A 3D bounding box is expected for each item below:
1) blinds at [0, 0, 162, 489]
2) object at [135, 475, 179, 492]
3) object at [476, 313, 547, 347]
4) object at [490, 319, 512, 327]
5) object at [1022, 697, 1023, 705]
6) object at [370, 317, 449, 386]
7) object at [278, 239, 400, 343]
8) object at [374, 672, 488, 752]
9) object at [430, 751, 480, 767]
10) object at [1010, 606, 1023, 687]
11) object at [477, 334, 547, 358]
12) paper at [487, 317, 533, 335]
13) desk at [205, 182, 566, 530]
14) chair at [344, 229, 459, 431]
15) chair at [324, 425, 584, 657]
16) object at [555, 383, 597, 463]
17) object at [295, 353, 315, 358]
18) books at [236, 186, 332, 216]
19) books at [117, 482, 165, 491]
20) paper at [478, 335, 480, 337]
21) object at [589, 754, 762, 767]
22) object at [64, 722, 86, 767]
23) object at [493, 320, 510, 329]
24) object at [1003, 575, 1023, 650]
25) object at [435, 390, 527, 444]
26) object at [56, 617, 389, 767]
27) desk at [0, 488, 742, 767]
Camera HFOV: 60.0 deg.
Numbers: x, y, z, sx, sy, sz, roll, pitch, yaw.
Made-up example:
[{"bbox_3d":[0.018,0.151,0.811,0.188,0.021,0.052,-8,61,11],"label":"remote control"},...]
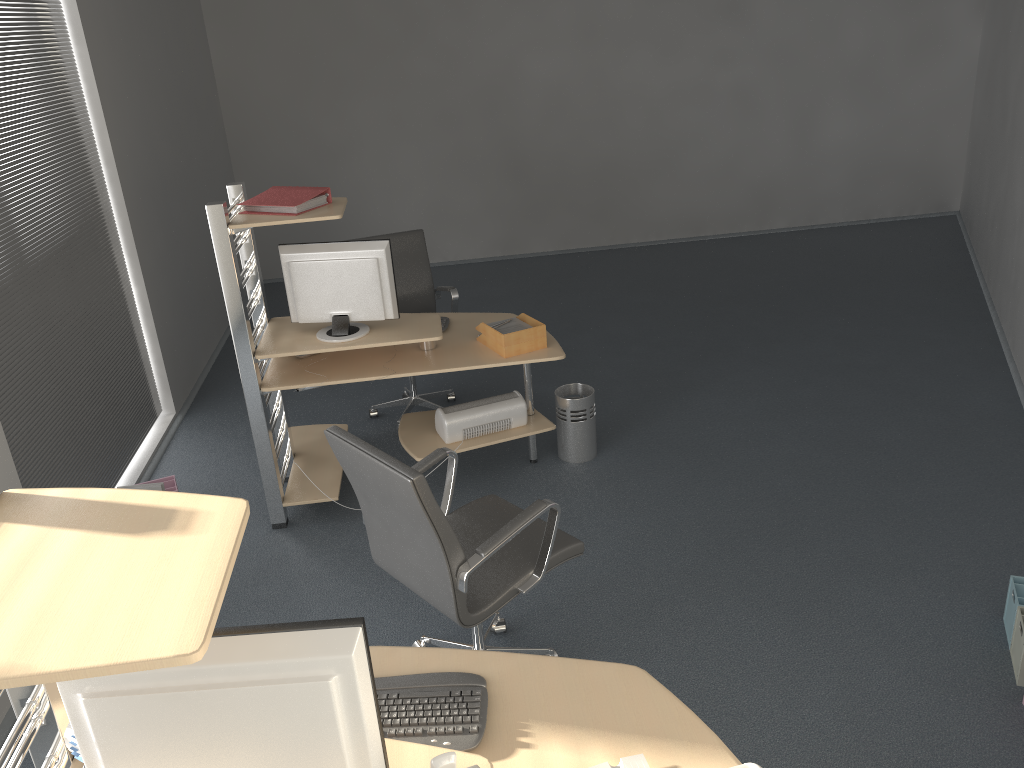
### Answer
[{"bbox_3d":[-2.168,-0.737,4.061,0.022,2.770,1.950,-6,23,-4],"label":"blinds"},{"bbox_3d":[-1.759,0.606,4.368,0.245,0.202,0.185,-14,25,-21],"label":"object"},{"bbox_3d":[-0.010,-0.273,4.250,0.225,0.060,0.309,-15,25,-23],"label":"object"},{"bbox_3d":[-0.055,-0.298,4.340,0.159,0.009,0.008,-23,29,-37],"label":"object"},{"bbox_3d":[1.790,0.996,2.790,0.245,0.202,0.185,-3,23,4],"label":"object"},{"bbox_3d":[-0.569,-0.171,4.364,0.478,0.082,0.814,-3,23,3],"label":"object"},{"bbox_3d":[-0.808,-0.427,4.040,0.516,0.418,0.245,2,24,16],"label":"object"},{"bbox_3d":[-0.299,0.890,1.810,0.478,0.082,0.814,-3,23,3],"label":"object"},{"bbox_3d":[-0.125,0.700,1.596,0.150,0.151,0.119,-12,24,-17],"label":"object"},{"bbox_3d":[1.842,0.906,2.992,0.245,0.202,0.185,4,24,20],"label":"object"},{"bbox_3d":[-0.005,-0.221,4.272,0.225,0.060,0.309,-15,25,-23],"label":"object"},{"bbox_3d":[-0.009,-0.258,4.258,0.210,0.010,0.297,-15,25,-23],"label":"paper"},{"bbox_3d":[-0.535,-0.277,4.452,1.469,1.566,0.967,-6,23,-4],"label":"desk"},{"bbox_3d":[-0.620,-0.298,5.182,0.584,1.048,0.652,-12,24,-17],"label":"chair"},{"bbox_3d":[-0.156,0.584,3.014,0.652,1.048,0.584,-22,28,-35],"label":"chair"},{"bbox_3d":[0.339,0.210,4.686,0.208,0.377,0.208,13,29,35],"label":"object"},{"bbox_3d":[-0.995,-0.175,4.340,0.159,0.064,0.054,-21,28,-34],"label":"object"},{"bbox_3d":[-1.011,-0.816,3.939,0.320,0.072,0.262,7,25,25],"label":"books"},{"bbox_3d":[-1.714,0.618,4.149,0.220,0.306,0.068,-6,23,-4],"label":"books"},{"bbox_3d":[-0.005,-0.210,4.278,0.210,0.019,0.297,-15,25,-23],"label":"paper"},{"bbox_3d":[0.254,0.798,1.687,0.438,0.162,0.351,-10,23,-12],"label":"object"},{"bbox_3d":[-0.794,0.703,1.730,0.154,0.135,0.093,9,26,29],"label":"object"},{"bbox_3d":[-0.058,-0.286,4.312,0.008,0.009,0.159,14,29,37],"label":"object"},{"bbox_3d":[1.906,0.834,3.150,0.245,0.202,0.185,4,24,20],"label":"object"},{"bbox_3d":[-0.185,0.128,4.506,0.438,0.162,0.351,-13,24,-19],"label":"object"},{"bbox_3d":[-0.499,0.627,1.494,0.516,0.418,0.245,0,23,9],"label":"object"},{"bbox_3d":[-0.225,0.785,1.886,1.469,1.566,0.967,-6,23,-4],"label":"desk"}]
